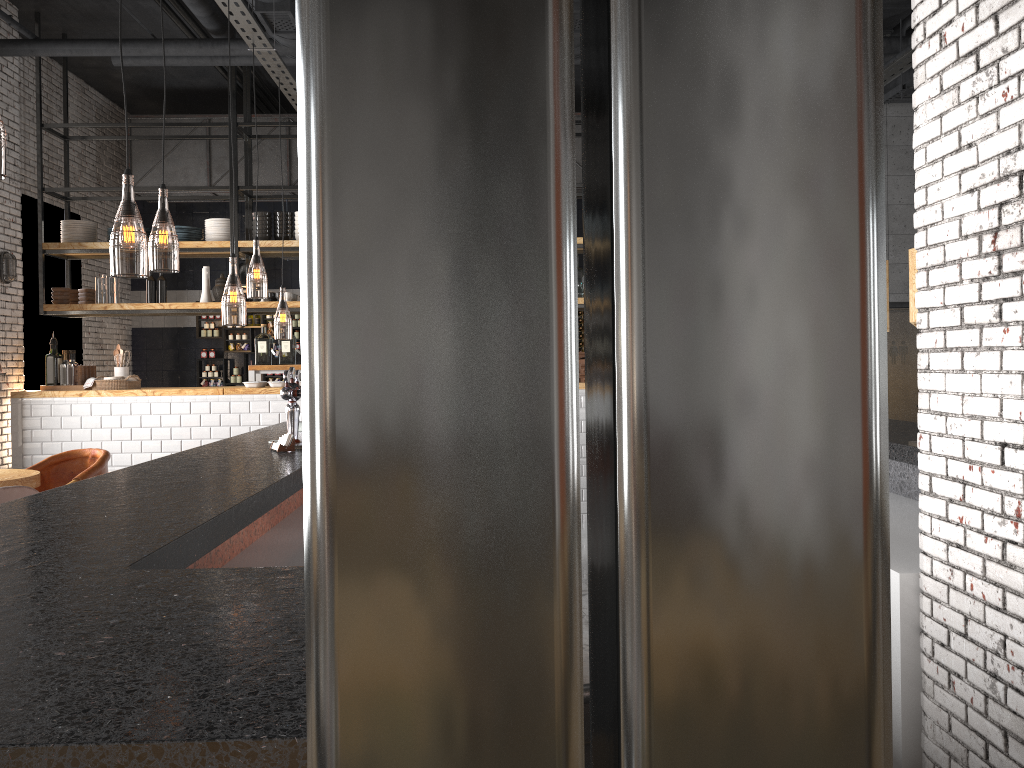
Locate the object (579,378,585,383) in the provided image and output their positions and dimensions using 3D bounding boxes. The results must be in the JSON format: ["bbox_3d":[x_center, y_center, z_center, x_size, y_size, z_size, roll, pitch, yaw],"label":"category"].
[{"bbox_3d":[0.850,-0.044,8.694,0.405,0.044,0.636,-1,1,-6],"label":"object"}]

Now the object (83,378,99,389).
[{"bbox_3d":[-3.907,-0.008,8.420,0.187,0.111,0.283,0,1,35],"label":"object"}]

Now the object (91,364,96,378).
[{"bbox_3d":[-4.137,-0.072,8.757,0.056,0.249,0.056,-1,0,-39],"label":"object"}]

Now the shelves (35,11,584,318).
[{"bbox_3d":[-1.804,-2.260,9.031,5.677,3.066,0.597,-1,0,-2],"label":"shelves"}]

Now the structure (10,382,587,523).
[{"bbox_3d":[-1.713,0.682,8.968,5.800,1.346,1.511,-1,1,-2],"label":"structure"}]

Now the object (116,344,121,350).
[{"bbox_3d":[-3.824,-0.244,8.643,0.090,0.289,0.017,-1,0,35],"label":"object"}]

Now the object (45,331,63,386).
[{"bbox_3d":[-4.381,-0.230,8.483,0.106,0.554,0.157,-1,0,-3],"label":"object"}]

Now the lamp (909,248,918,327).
[{"bbox_3d":[2.288,-1.052,4.915,0.127,1.606,0.127,-1,0,-2],"label":"lamp"}]

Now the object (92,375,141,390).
[{"bbox_3d":[-3.780,-0.010,8.474,0.436,0.157,0.420,-2,1,-29],"label":"object"}]

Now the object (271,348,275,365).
[{"bbox_3d":[-2.333,-0.266,8.641,0.032,0.164,0.080,-1,0,-30],"label":"object"}]

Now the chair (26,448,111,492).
[{"bbox_3d":[-3.208,0.954,6.459,0.681,0.929,0.644,-1,1,21],"label":"chair"}]

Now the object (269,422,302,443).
[{"bbox_3d":[-1.260,0.262,5.256,0.200,0.106,0.767,-1,1,-2],"label":"object"}]

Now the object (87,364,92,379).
[{"bbox_3d":[-4.135,-0.070,8.670,0.056,0.249,0.056,-1,0,-39],"label":"object"}]

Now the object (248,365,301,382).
[{"bbox_3d":[-1.923,0.083,8.736,1.250,0.551,0.315,-1,0,-2],"label":"object"}]

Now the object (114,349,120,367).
[{"bbox_3d":[-3.828,-0.160,8.613,0.087,0.356,0.026,-1,0,21],"label":"object"}]

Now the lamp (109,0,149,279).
[{"bbox_3d":[-1.161,-1.052,2.664,0.108,1.461,0.108,-1,0,-30],"label":"lamp"}]

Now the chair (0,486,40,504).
[{"bbox_3d":[-3.179,1.012,5.358,0.771,0.850,0.802,-1,1,-42],"label":"chair"}]

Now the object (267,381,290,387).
[{"bbox_3d":[-2.193,0.001,8.388,0.216,0.059,0.324,-1,1,-2],"label":"object"}]

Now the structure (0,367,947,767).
[{"bbox_3d":[0.513,0.665,3.937,4.310,1.533,5.877,-1,1,-2],"label":"structure"}]

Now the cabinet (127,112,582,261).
[{"bbox_3d":[-1.798,-2.477,11.319,5.863,1.768,0.682,-1,0,-2],"label":"cabinet"}]

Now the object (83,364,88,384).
[{"bbox_3d":[-4.132,-0.068,8.583,0.056,0.249,0.056,-1,0,-39],"label":"object"}]

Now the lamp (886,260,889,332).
[{"bbox_3d":[2.267,-1.097,5.565,0.127,1.547,0.127,-1,0,-2],"label":"lamp"}]

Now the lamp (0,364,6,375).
[{"bbox_3d":[-3.639,-1.258,5.803,0.536,2.406,0.537,-1,0,40],"label":"lamp"}]

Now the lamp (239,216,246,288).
[{"bbox_3d":[-3.565,-1.774,11.843,0.390,0.937,0.390,-1,0,1],"label":"lamp"}]

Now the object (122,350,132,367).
[{"bbox_3d":[-3.750,-0.152,8.596,0.123,0.358,0.076,-1,0,14],"label":"object"}]

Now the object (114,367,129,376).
[{"bbox_3d":[-3.782,-0.062,8.596,0.129,0.204,0.129,-1,1,34],"label":"object"}]

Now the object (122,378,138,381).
[{"bbox_3d":[-3.663,-0.020,8.497,0.161,0.075,0.160,-2,1,-39],"label":"object"}]

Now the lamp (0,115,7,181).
[{"bbox_3d":[-1.262,-1.287,2.084,0.108,1.599,0.108,-1,0,30],"label":"lamp"}]

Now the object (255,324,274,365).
[{"bbox_3d":[-2.439,-0.387,8.718,0.154,0.404,0.154,-1,0,-2],"label":"object"}]

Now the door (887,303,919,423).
[{"bbox_3d":[4.135,0.172,9.559,1.120,2.103,0.158,-1,0,-2],"label":"door"}]

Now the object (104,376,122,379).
[{"bbox_3d":[-3.764,-0.034,8.369,0.160,0.078,0.161,-1,1,-24],"label":"object"}]

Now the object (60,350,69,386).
[{"bbox_3d":[-4.278,-0.138,8.500,0.070,0.368,0.107,-1,0,-3],"label":"object"}]

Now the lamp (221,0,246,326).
[{"bbox_3d":[-1.260,-1.062,3.981,0.108,1.599,0.108,-1,0,-20],"label":"lamp"}]

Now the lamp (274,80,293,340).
[{"bbox_3d":[-1.359,-1.060,5.221,0.108,1.599,0.108,-1,0,30],"label":"lamp"}]

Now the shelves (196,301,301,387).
[{"bbox_3d":[-3.346,-0.432,11.973,1.761,1.482,0.157,-1,0,-2],"label":"shelves"}]

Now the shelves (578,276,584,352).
[{"bbox_3d":[0.730,-0.389,12.058,0.889,2.148,0.251,-1,0,-2],"label":"shelves"}]

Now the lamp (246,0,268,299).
[{"bbox_3d":[-1.343,-1.245,4.631,0.108,1.599,0.108,-1,0,30],"label":"lamp"}]

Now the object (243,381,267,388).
[{"bbox_3d":[-2.426,0.006,8.393,0.216,0.055,0.324,-1,1,-2],"label":"object"}]

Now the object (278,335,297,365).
[{"bbox_3d":[-2.206,-0.390,8.717,0.154,0.404,0.154,-1,0,-2],"label":"object"}]

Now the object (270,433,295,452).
[{"bbox_3d":[-1.147,0.286,4.433,0.091,0.091,0.177,-1,1,-27],"label":"object"}]

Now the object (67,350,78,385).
[{"bbox_3d":[-4.212,-0.139,8.503,0.070,0.368,0.107,-1,0,-3],"label":"object"}]

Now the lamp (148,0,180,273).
[{"bbox_3d":[-1.299,-1.215,3.281,0.108,1.599,0.108,-1,0,30],"label":"lamp"}]

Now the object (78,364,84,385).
[{"bbox_3d":[-4.129,-0.066,8.496,0.056,0.249,0.056,-1,0,-39],"label":"object"}]

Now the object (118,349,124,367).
[{"bbox_3d":[-3.769,-0.155,8.547,0.033,0.370,0.137,-1,0,-36],"label":"object"}]

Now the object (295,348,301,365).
[{"bbox_3d":[-2.096,-0.270,8.665,0.039,0.164,0.077,-1,0,43],"label":"object"}]

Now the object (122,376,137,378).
[{"bbox_3d":[-3.665,-0.039,8.498,0.161,0.078,0.160,-2,1,-39],"label":"object"}]

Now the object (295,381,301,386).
[{"bbox_3d":[-1.954,-0.002,8.418,0.216,0.055,0.324,-1,1,-2],"label":"object"}]

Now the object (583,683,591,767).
[{"bbox_3d":[0.171,0.957,1.126,0.399,1.035,0.397,-1,0,33],"label":"object"}]

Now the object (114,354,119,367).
[{"bbox_3d":[-3.807,-0.128,8.586,0.052,0.328,0.071,-1,0,44],"label":"object"}]

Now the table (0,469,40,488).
[{"bbox_3d":[-3.625,1.019,5.834,0.932,0.810,0.932,0,1,41],"label":"table"}]

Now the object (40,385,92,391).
[{"bbox_3d":[-4.269,0.035,8.604,0.411,0.050,0.411,-1,1,-3],"label":"object"}]
